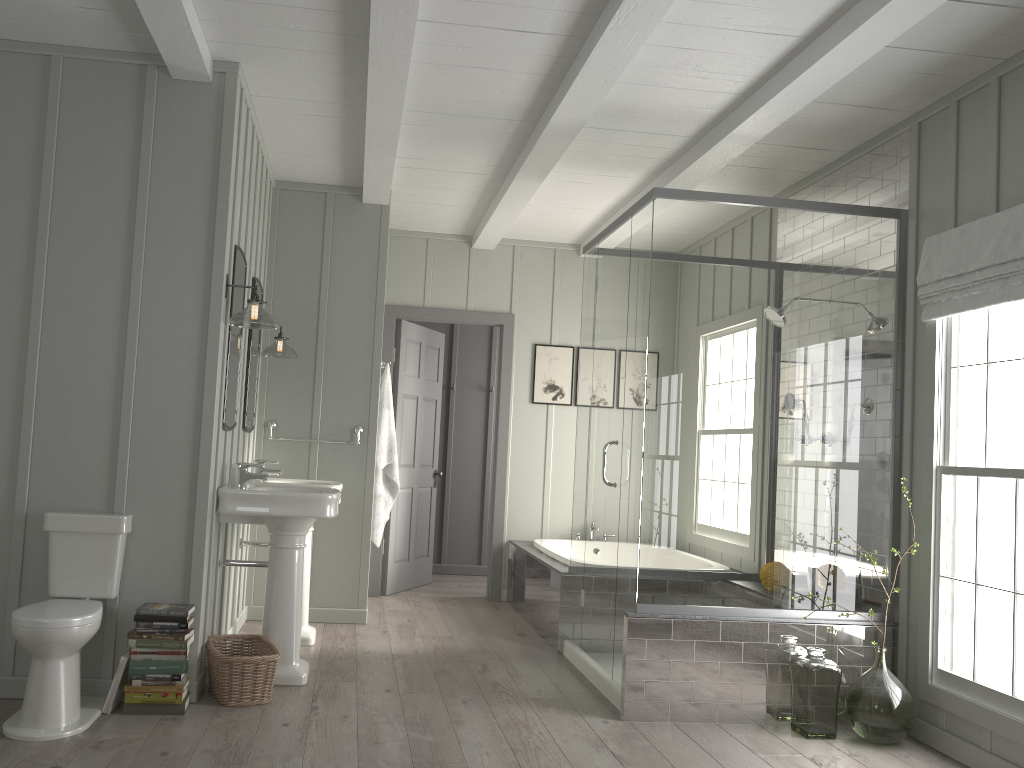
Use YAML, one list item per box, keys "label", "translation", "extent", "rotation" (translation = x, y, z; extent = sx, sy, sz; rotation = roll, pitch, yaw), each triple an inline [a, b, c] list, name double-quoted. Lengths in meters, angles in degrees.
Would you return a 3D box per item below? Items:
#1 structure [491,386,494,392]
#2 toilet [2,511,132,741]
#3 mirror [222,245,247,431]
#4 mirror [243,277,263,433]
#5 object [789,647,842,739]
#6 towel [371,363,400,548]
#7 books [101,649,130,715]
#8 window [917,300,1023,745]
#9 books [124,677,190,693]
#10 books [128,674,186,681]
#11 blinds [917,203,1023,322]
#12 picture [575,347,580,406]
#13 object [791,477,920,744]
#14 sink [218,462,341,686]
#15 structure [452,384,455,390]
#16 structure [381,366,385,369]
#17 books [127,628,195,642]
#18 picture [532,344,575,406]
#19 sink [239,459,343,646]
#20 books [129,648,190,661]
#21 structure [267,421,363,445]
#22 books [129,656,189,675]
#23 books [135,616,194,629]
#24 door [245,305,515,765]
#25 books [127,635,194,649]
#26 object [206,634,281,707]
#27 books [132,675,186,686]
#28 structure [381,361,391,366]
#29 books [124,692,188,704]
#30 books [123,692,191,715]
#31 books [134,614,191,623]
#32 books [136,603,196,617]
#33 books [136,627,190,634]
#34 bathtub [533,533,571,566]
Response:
- label: "structure"
  translation: [-0.186, 0.050, 8.110]
  extent: [0.019, 0.051, 0.137]
  rotation: [4, -4, -10]
- label: "toilet"
  translation: [-1.747, 0.917, 3.467]
  extent: [0.329, 0.786, 0.529]
  rotation: [3, -4, -9]
- label: "mirror"
  translation: [-1.334, -0.214, 4.258]
  extent: [0.015, 0.883, 0.428]
  rotation: [3, -4, -10]
- label: "mirror"
  translation: [-1.480, -0.160, 5.068]
  extent: [0.015, 0.883, 0.428]
  rotation: [3, -4, -10]
- label: "object"
  translation: [1.297, 1.318, 3.789]
  extent: [0.161, 0.361, 0.165]
  rotation: [4, -4, -10]
- label: "towel"
  translation: [-0.816, 0.466, 5.832]
  extent: [0.161, 1.203, 0.320]
  rotation: [3, -3, -4]
- label: "books"
  translation: [-1.604, 1.215, 3.617]
  extent: [0.091, 0.235, 0.172]
  rotation: [3, -4, -9]
- label: "window"
  translation: [1.925, 0.342, 3.335]
  extent: [0.089, 1.948, 1.065]
  rotation: [3, -4, -10]
- label: "books"
  translation: [-1.455, 1.235, 3.632]
  extent: [0.231, 0.024, 0.150]
  rotation: [4, -4, -7]
- label: "books"
  translation: [-1.452, 1.187, 3.633]
  extent: [0.206, 0.024, 0.151]
  rotation: [4, -4, -7]
- label: "blinds"
  translation: [1.892, -0.495, 3.380]
  extent: [0.072, 0.379, 1.040]
  rotation: [4, -4, -10]
- label: "picture"
  translation: [0.654, -0.048, 6.868]
  extent: [0.311, 0.461, 0.012]
  rotation: [3, -3, -6]
- label: "object"
  translation: [1.458, 0.943, 3.751]
  extent: [0.511, 1.115, 0.278]
  rotation: [3, -3, -8]
- label: "sink"
  translation: [-1.126, 0.894, 4.237]
  extent: [0.562, 1.012, 0.574]
  rotation: [3, -4, -8]
- label: "structure"
  translation: [-0.538, 0.027, 8.064]
  extent: [0.019, 0.051, 0.137]
  rotation: [4, -4, -10]
- label: "structure"
  translation: [-0.887, -0.117, 6.104]
  extent: [0.079, 0.056, 0.057]
  rotation: [4, -4, -7]
- label: "books"
  translation: [-1.445, 1.028, 3.644]
  extent: [0.232, 0.024, 0.149]
  rotation: [3, -4, -2]
- label: "picture"
  translation: [0.320, -0.069, 6.832]
  extent: [0.311, 0.461, 0.012]
  rotation: [3, -3, -6]
- label: "sink"
  translation: [-1.272, 0.948, 5.042]
  extent: [0.562, 1.012, 0.574]
  rotation: [3, -4, -8]
- label: "books"
  translation: [-1.449, 1.097, 3.648]
  extent: [0.220, 0.051, 0.157]
  rotation: [4, -4, -12]
- label: "structure"
  translation: [-1.244, 0.309, 5.585]
  extent: [0.598, 0.122, 0.055]
  rotation: [4, -4, -6]
- label: "books"
  translation: [-1.451, 1.149, 3.640]
  extent: [0.224, 0.053, 0.162]
  rotation: [4, -4, -18]
- label: "books"
  translation: [-1.429, 0.981, 3.646]
  extent: [0.205, 0.024, 0.151]
  rotation: [4, -4, -8]
- label: "door"
  translation: [-0.295, 0.298, 3.589]
  extent: [4.225, 2.194, 7.853]
  rotation: [4, -4, -9]
- label: "books"
  translation: [-1.444, 1.055, 3.644]
  extent: [0.233, 0.032, 0.171]
  rotation: [4, -4, -7]
- label: "object"
  translation: [-1.202, 1.264, 3.913]
  extent: [0.284, 0.220, 0.478]
  rotation: [5, -5, -27]
- label: "books"
  translation: [-1.451, 1.212, 3.643]
  extent: [0.203, 0.025, 0.153]
  rotation: [5, -5, -18]
- label: "structure"
  translation: [-0.842, -0.134, 5.852]
  extent: [0.079, 0.056, 0.057]
  rotation: [4, -4, -7]
- label: "books"
  translation: [-1.456, 1.267, 3.628]
  extent: [0.220, 0.041, 0.164]
  rotation: [4, -4, -9]
- label: "books"
  translation: [-1.458, 1.313, 3.638]
  extent: [0.237, 0.049, 0.166]
  rotation: [4, -4, -10]
- label: "books"
  translation: [-1.439, 0.955, 3.646]
  extent: [0.205, 0.024, 0.152]
  rotation: [4, -4, -11]
- label: "books"
  translation: [-1.427, 0.932, 3.649]
  extent: [0.206, 0.024, 0.151]
  rotation: [4, -4, -6]
- label: "books"
  translation: [-1.440, 1.005, 3.655]
  extent: [0.203, 0.025, 0.153]
  rotation: [5, -5, -18]
- label: "bathtub"
  translation: [0.739, 1.248, 6.005]
  extent: [1.040, 0.489, 1.575]
  rotation: [4, -4, -9]
